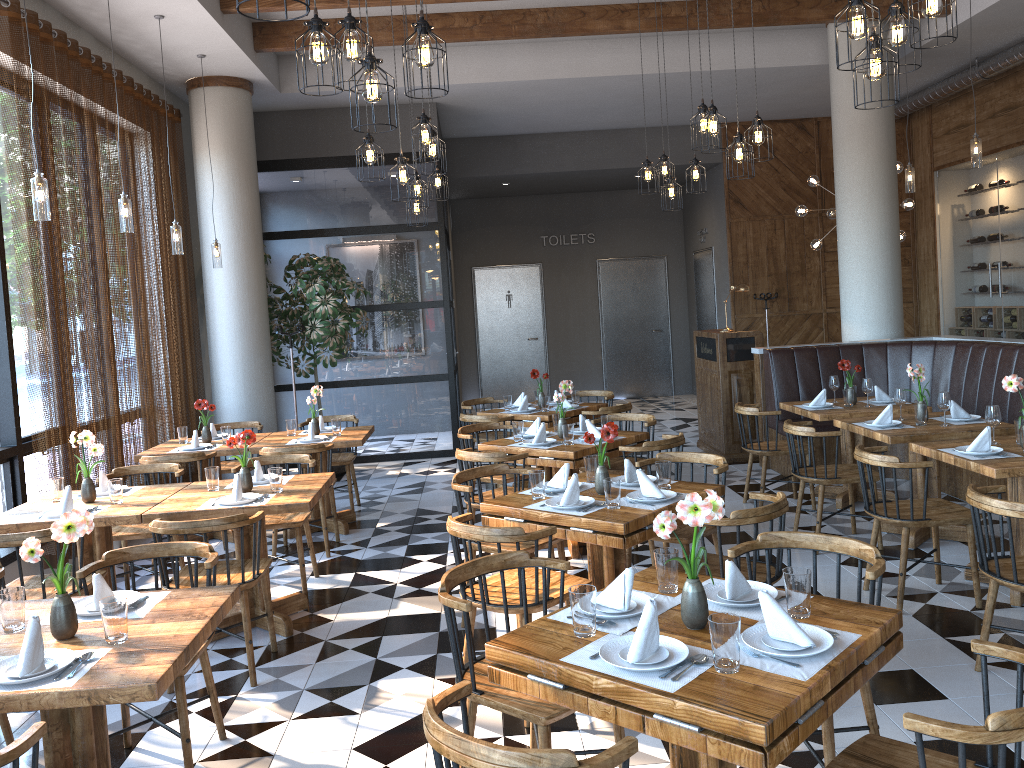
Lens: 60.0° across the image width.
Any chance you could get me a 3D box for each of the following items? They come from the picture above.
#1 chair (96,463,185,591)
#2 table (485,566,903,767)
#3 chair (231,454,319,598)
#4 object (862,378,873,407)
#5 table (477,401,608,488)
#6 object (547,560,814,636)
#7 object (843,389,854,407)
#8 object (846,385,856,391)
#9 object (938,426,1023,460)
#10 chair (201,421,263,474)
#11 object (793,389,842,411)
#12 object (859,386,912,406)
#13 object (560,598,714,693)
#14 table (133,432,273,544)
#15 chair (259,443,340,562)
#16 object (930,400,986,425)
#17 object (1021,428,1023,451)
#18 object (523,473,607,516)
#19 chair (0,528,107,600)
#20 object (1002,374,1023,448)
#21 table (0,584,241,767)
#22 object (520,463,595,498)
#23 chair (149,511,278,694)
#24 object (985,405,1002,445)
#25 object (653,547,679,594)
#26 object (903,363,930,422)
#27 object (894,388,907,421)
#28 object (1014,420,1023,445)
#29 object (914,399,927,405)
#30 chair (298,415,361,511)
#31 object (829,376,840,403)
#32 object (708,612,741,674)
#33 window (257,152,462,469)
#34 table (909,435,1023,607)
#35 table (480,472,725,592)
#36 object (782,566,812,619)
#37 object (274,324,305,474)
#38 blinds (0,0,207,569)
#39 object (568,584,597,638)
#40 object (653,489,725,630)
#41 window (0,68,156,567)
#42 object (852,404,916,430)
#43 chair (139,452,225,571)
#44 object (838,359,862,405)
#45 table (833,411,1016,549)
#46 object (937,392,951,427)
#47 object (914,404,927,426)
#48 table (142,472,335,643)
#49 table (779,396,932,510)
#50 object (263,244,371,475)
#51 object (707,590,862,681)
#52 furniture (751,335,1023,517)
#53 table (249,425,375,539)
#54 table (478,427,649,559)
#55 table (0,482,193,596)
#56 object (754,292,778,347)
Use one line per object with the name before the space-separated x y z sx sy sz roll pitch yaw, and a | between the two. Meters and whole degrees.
chair | -2.338 0.955 5.598 0.519 0.815 0.551 -4 3 -2
table | 0.545 1.068 2.532 0.864 0.762 0.866 0 5 43
chair | -1.497 0.898 5.632 0.519 0.815 0.551 -4 3 -2
object | 2.710 0.065 6.753 0.081 0.215 0.081 -2 3 29
table | 0.302 0.595 8.061 0.864 0.762 0.866 0 5 43
object | 0.506 0.606 2.674 0.577 0.137 0.583 1 7 42
object | 2.595 0.107 6.831 0.080 0.132 0.080 -5 3 -17
object | 2.710 0.079 7.071 0.080 0.132 0.080 -4 3 -2
object | 2.484 0.298 4.722 0.272 0.137 0.353 -4 5 -2
chair | -2.433 0.771 7.749 0.519 0.815 0.551 -4 3 -2
object | 2.388 0.110 6.925 0.272 0.137 0.353 -4 5 -2
object | 2.912 0.075 6.937 0.272 0.137 0.353 -4 5 -2
object | 0.339 0.648 2.316 0.352 0.137 0.272 1 6 43
table | -2.408 0.854 7.096 0.850 0.762 0.852 -4 4 -2
chair | -1.535 0.825 6.481 0.519 0.815 0.551 -4 3 -2
object | 2.960 0.169 5.841 0.272 0.137 0.353 -4 5 -2
object | 2.692 0.298 4.604 0.080 0.132 0.080 -4 3 3
object | 0.264 0.495 4.107 0.352 0.137 0.272 1 6 43
chair | -2.282 1.066 4.294 0.519 0.815 0.551 -4 3 -2
object | 2.745 0.148 4.746 0.206 0.399 0.146 -4 3 0
table | -1.363 1.168 2.782 0.850 0.762 0.852 -4 4 -2
object | 0.241 0.463 4.484 0.272 0.137 0.353 1 6 43
chair | -1.440 1.009 4.329 0.519 0.815 0.551 -4 3 -2
object | 2.681 0.228 4.933 0.081 0.215 0.081 -6 4 -39
object | 0.494 0.596 2.823 0.080 0.132 0.080 -6 4 -37
object | 2.670 0.056 5.841 0.146 0.399 0.207 -3 3 5
object | 2.634 0.136 6.004 0.081 0.215 0.081 -4 3 -11
object | 2.806 0.267 4.870 0.080 0.132 0.080 -4 3 -2
object | 2.758 0.173 5.969 0.080 0.132 0.080 -4 3 -2
chair | -1.592 0.714 7.784 0.519 0.815 0.551 -4 3 -2
object | 2.585 0.042 7.106 0.081 0.215 0.081 -4 3 -11
object | 0.532 0.648 2.209 0.080 0.132 0.080 -5 4 -27
window | -2.076 -0.911 11.254 2.728 3.542 2.191 -4 3 -2
table | 2.776 0.728 4.764 0.850 0.762 0.852 -4 4 -2
table | 0.466 0.914 4.328 0.864 0.762 0.866 0 5 43
object | 0.820 0.600 2.541 0.080 0.132 0.080 -6 4 -37
object | -2.121 0.246 8.688 0.374 1.655 0.375 -3 3 20
blinds | -3.003 -0.569 5.090 0.160 3.573 7.284 -4 5 -2
object | 0.203 0.643 2.503 0.080 0.132 0.080 -5 4 -27
object | 0.499 0.492 2.479 0.206 0.399 0.147 -3 3 17
window | -2.013 -0.180 0.689 4.499 3.158 15.147 -6 5 -25
object | 2.436 0.204 5.828 0.272 0.137 0.353 -4 5 -2
chair | -2.376 0.882 6.446 0.519 0.815 0.551 -4 3 -2
object | 2.641 -0.017 6.941 0.156 0.354 0.171 -4 3 -9
table | 2.729 0.635 5.852 0.850 0.762 0.852 -4 4 -2
object | 2.759 0.159 5.651 0.081 0.215 0.081 -2 3 29
object | 2.643 0.202 5.729 0.080 0.132 0.080 -5 3 -17
table | -1.460 0.980 4.980 0.850 0.762 0.852 -4 4 -2
table | 2.680 0.540 6.954 0.850 0.762 0.852 -4 4 -2
object | -2.345 -0.275 9.438 1.636 2.587 1.381 -5 3 -18
object | 0.717 0.622 2.335 0.272 0.137 0.353 1 6 43
furniture | 3.450 0.439 5.346 1.917 1.147 6.604 -4 5 -2
table | -1.554 0.796 7.131 0.850 0.762 0.852 -4 4 -2
table | 0.385 0.755 6.184 0.864 0.762 0.866 0 5 43
table | -2.313 1.038 4.944 0.850 0.762 0.852 -4 4 -2
object | 3.552 -0.432 12.259 0.374 1.655 0.375 -3 3 20
